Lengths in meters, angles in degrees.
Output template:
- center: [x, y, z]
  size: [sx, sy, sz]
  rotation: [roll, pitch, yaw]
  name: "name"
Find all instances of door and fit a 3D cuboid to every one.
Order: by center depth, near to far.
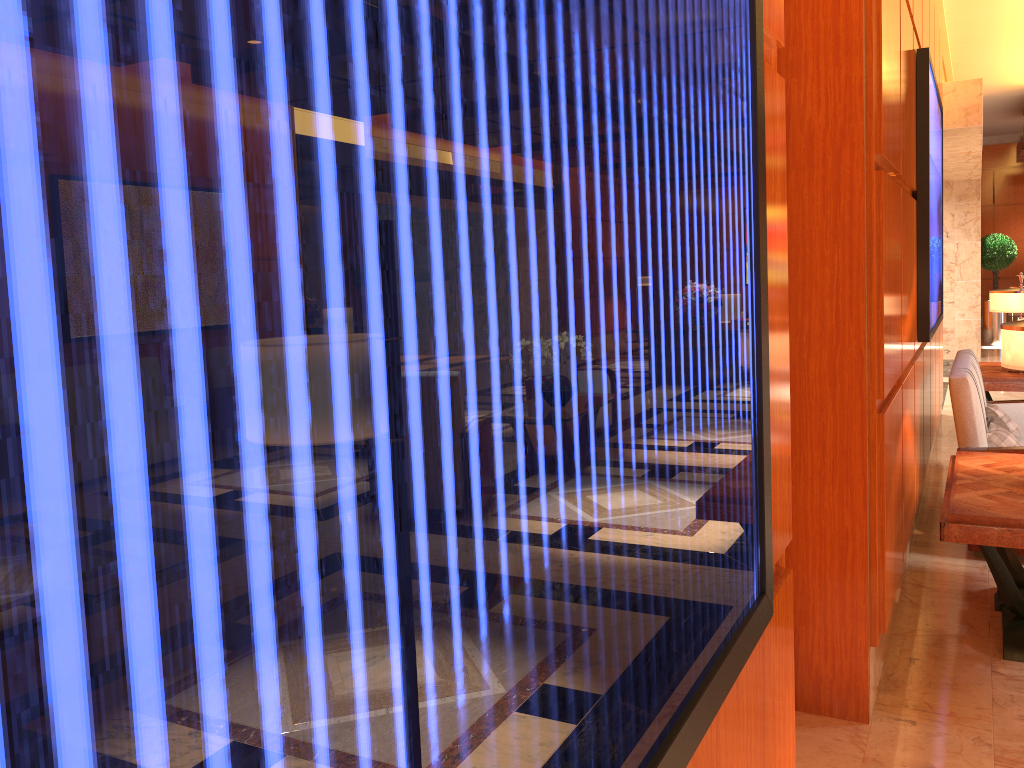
- center: [0.644, -0.082, 2.281]
  size: [0.340, 2.642, 1.543]
  rotation: [0, 6, 28]
  name: "door"

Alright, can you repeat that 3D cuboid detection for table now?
- center: [2.206, 0.712, 3.680]
  size: [0.725, 0.604, 1.275]
  rotation: [1, 7, 28]
  name: "table"
- center: [4.164, 0.182, 7.402]
  size: [0.725, 0.604, 1.275]
  rotation: [1, 7, 28]
  name: "table"

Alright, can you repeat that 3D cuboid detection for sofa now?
- center: [2.933, 0.324, 5.204]
  size: [0.612, 0.929, 1.805]
  rotation: [1, 7, 28]
  name: "sofa"

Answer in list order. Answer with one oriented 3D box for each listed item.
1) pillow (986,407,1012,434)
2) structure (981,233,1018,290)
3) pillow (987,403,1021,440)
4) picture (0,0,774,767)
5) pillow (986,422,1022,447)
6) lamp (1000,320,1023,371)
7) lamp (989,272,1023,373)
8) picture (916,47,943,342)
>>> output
- center: [2.861, 0.287, 5.216]
  size: [0.160, 0.252, 0.359]
  rotation: [0, 7, 24]
  name: "pillow"
- center: [8.482, -1.801, 15.561]
  size: [0.721, 1.707, 0.724]
  rotation: [-2, 5, 6]
  name: "structure"
- center: [3.100, 0.246, 5.595]
  size: [0.202, 0.229, 0.274]
  rotation: [1, 7, 30]
  name: "pillow"
- center: [-0.206, -0.321, 0.129]
  size: [0.056, 1.447, 2.004]
  rotation: [0, 7, 28]
  name: "picture"
- center: [2.685, 0.351, 4.820]
  size: [0.195, 0.226, 0.345]
  rotation: [1, 7, 33]
  name: "pillow"
- center: [2.207, 0.011, 3.531]
  size: [0.459, 0.791, 0.460]
  rotation: [-3, 5, -10]
  name: "lamp"
- center: [4.133, -0.502, 7.193]
  size: [0.459, 0.807, 0.460]
  rotation: [2, 6, 37]
  name: "lamp"
- center: [2.511, -1.057, 5.294]
  size: [0.056, 1.447, 2.004]
  rotation: [0, 7, 28]
  name: "picture"
